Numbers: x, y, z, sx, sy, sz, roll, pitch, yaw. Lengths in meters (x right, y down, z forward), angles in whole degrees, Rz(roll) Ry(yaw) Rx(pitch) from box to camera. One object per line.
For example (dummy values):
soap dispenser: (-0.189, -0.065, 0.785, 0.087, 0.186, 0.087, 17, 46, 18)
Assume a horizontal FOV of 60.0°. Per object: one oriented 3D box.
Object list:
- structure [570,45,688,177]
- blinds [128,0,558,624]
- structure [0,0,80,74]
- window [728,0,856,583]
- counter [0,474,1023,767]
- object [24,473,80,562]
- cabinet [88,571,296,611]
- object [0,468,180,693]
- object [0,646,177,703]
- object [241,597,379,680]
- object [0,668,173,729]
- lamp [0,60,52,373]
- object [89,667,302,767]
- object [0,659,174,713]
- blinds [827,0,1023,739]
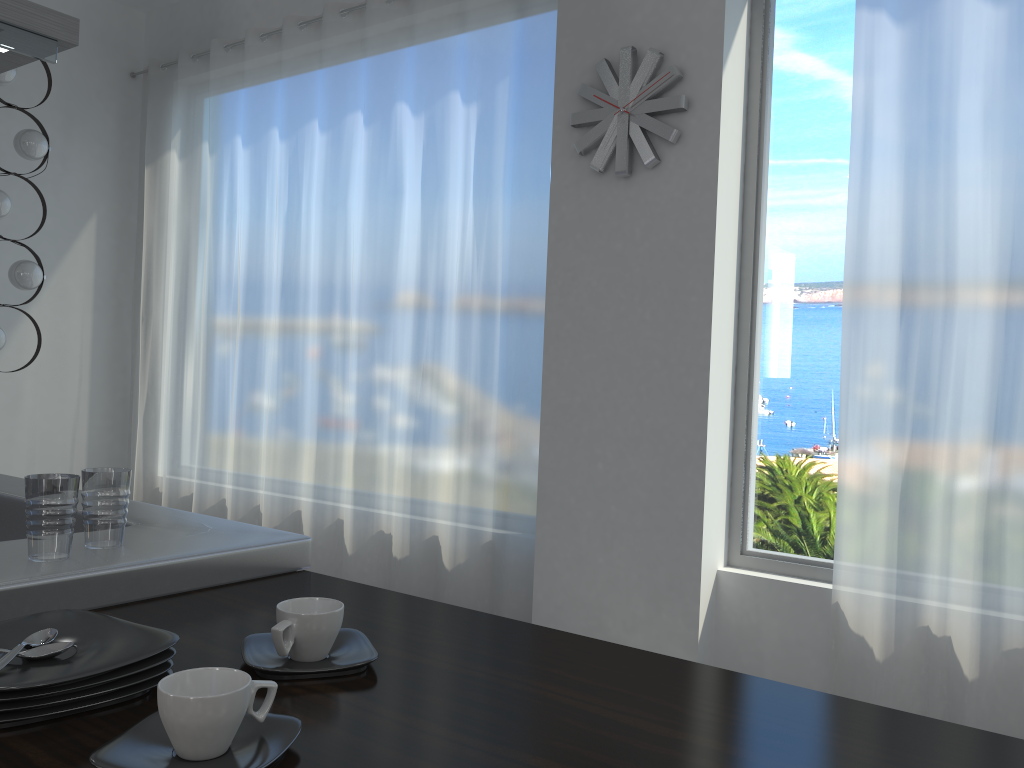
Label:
structure: (0.447, -1.071, 3.488, 0.505, 0.505, 0.076, 3, 0, 36)
blinds: (-1.161, -0.433, 4.773, 3.245, 3.112, 0.120, 3, 0, 36)
structure: (-1.782, -1.474, 2.256, 0.981, 1.231, 0.915, 3, 0, 36)
window: (2.147, -0.475, 2.662, 3.000, 2.500, 0.100, 3, 0, 36)
counter: (-1.182, 0.490, 1.346, 3.291, 1.300, 1.302, 3, 0, 36)
object: (-0.666, 0.193, 1.281, 0.072, 0.119, 0.071, 3, 0, 36)
cabinet: (-1.200, 0.714, 1.339, 3.285, 0.852, 1.377, 3, 0, 36)
object: (-0.581, 0.211, 1.085, 0.269, 0.147, 0.646, 2, 0, -29)
object: (-0.492, 0.289, 0.921, 0.232, 0.020, 0.232, 3, 0, 39)
object: (-0.238, 0.295, 1.046, 0.153, 0.069, 0.153, 2, 0, -21)
object: (-0.493, 0.309, 0.921, 0.232, 0.020, 0.232, 3, 0, 44)
lamp: (-2.557, -1.243, 4.555, 0.180, 2.370, 0.367, 2, 0, 29)
object: (-0.271, 0.294, 0.775, 0.153, 0.069, 0.153, 2, 0, 9)
object: (-0.492, 0.299, 0.921, 0.232, 0.020, 0.232, 3, 0, 44)
blinds: (2.295, -0.281, 2.274, 2.830, 3.112, 0.120, 3, 0, 36)
